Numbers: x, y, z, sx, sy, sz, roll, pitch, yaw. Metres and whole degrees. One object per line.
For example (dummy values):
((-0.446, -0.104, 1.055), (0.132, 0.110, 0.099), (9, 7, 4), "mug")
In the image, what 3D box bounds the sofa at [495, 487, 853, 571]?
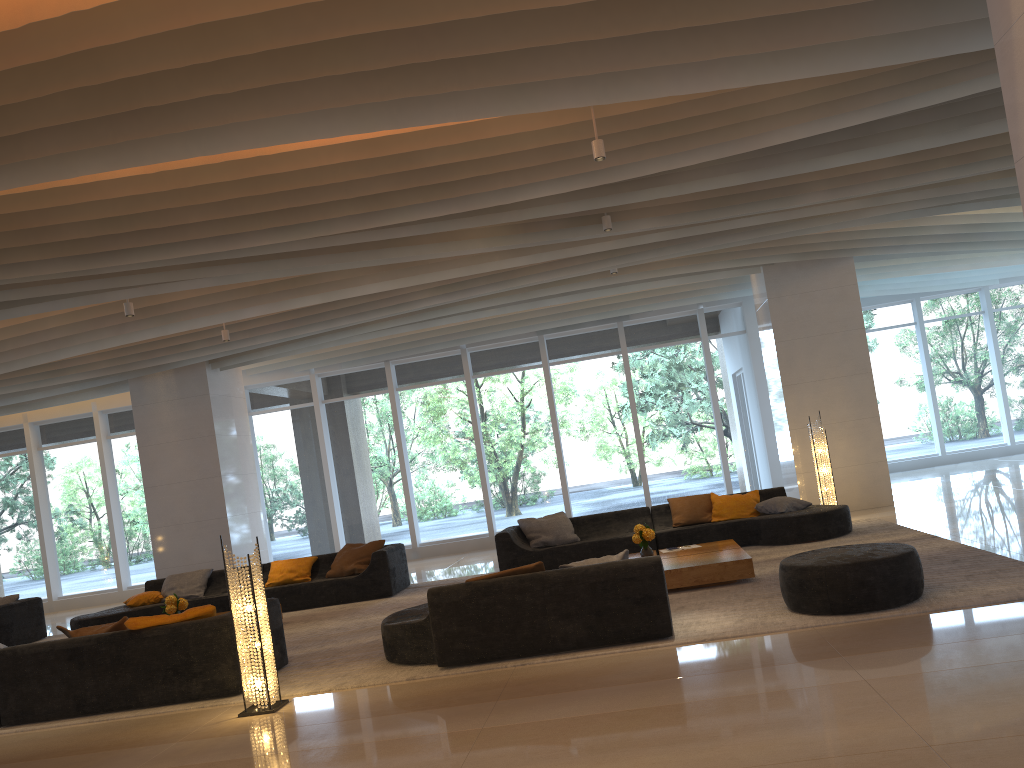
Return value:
((1.897, 1.760, 10.738), (4.159, 0.581, 1.350), (-10, -5, 13), "sofa")

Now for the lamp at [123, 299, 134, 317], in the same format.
((-4.086, -1.447, 9.239), (0.090, 1.503, 0.088), (-8, -2, -20), "lamp")

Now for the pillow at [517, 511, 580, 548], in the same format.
((0.453, 1.820, 11.057), (0.643, 0.377, 0.545), (-8, -4, -16), "pillow")

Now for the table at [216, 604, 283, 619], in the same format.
((-3.456, 2.634, 9.178), (1.596, 0.219, 1.610), (-9, -5, 7), "table")

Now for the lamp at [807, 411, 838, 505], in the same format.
((4.004, 1.068, 11.421), (0.249, 1.447, 0.251), (-9, -2, 7), "lamp")

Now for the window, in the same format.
((-5.436, 1.607, 13.674), (55.064, 3.212, 21.975), (-6, -6, -28), "window")

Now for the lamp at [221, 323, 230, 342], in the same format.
((-3.781, -1.295, 11.407), (0.089, 1.503, 0.089), (-9, -2, -2), "lamp")

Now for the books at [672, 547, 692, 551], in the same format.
((1.756, 1.714, 9.253), (0.213, 0.011, 0.181), (-8, -5, -12), "books")

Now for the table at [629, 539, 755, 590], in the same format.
((1.456, 1.824, 8.670), (1.596, 0.219, 1.610), (-9, -5, 7), "table")

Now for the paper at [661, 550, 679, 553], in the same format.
((1.654, 1.735, 9.257), (0.197, 0.001, 0.263), (-9, -5, -2), "paper")

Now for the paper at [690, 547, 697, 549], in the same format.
((1.862, 1.704, 9.270), (0.191, 0.001, 0.260), (-8, -5, -6), "paper")

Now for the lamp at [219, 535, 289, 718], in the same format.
((-1.748, 1.587, 5.945), (0.249, 1.195, 0.251), (-9, -2, 7), "lamp")

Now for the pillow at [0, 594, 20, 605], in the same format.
((-6.985, 3.047, 11.826), (0.632, 0.377, 0.554), (-11, -5, 28), "pillow")

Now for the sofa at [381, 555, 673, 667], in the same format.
((0.062, 1.688, 6.824), (2.246, 0.575, 1.363), (-9, -5, 6), "sofa")

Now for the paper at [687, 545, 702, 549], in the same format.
((1.862, 1.703, 9.270), (0.186, 0.001, 0.257), (-8, -5, -6), "paper")

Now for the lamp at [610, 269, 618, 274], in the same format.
((1.145, -2.104, 10.942), (0.090, 1.503, 0.088), (-7, -2, -38), "lamp")

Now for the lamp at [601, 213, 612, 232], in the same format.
((0.831, -2.256, 8.756), (0.090, 1.503, 0.088), (-7, -2, -38), "lamp")

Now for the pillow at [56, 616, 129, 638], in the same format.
((-3.175, 2.024, 6.916), (0.599, 0.409, 0.447), (-9, -4, 8), "pillow")

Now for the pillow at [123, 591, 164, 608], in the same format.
((-4.740, 2.775, 11.400), (0.454, 0.192, 0.581), (-6, -5, -28), "pillow")

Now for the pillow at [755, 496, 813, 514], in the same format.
((3.226, 1.447, 10.548), (0.593, 0.208, 0.435), (-6, -6, -34), "pillow")

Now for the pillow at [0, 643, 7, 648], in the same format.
((-4.188, 2.229, 7.021), (0.584, 0.376, 0.423), (-9, -4, 8), "pillow")

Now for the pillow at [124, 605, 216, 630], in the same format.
((-2.559, 1.894, 6.779), (0.643, 0.377, 0.545), (-8, -4, -16), "pillow")

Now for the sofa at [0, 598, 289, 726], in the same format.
((-3.775, 2.302, 7.039), (3.765, 0.581, 0.947), (-9, -4, 6), "sofa")

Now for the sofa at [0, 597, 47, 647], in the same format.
((-8.239, 3.435, 11.816), (3.765, 0.581, 0.947), (-9, -4, 6), "sofa")

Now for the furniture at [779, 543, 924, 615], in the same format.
((2.432, 1.389, 6.388), (0.977, 0.363, 0.993), (-10, -5, 16), "furniture")

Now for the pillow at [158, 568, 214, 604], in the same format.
((-4.223, 2.644, 11.455), (0.663, 0.415, 0.464), (-9, -4, 6), "pillow")

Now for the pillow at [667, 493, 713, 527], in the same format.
((2.218, 1.554, 10.849), (0.575, 0.373, 0.372), (-9, -3, 5), "pillow")

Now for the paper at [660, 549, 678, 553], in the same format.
((1.658, 1.734, 9.259), (0.186, 0.001, 0.257), (-9, -5, -1), "paper")

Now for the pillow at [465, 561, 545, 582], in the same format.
((0.006, 1.505, 6.497), (0.602, 0.391, 0.400), (-9, -4, 9), "pillow")

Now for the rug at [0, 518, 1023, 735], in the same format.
((-3.756, 2.798, 9.208), (16.170, 0.022, 5.546), (-9, -5, 6), "rug")

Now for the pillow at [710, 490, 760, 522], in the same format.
((2.704, 1.483, 10.739), (0.603, 0.402, 0.479), (-10, -4, 14), "pillow")

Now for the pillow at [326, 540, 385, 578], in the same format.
((-1.996, 2.224, 11.310), (0.632, 0.377, 0.554), (-11, -5, 28), "pillow")

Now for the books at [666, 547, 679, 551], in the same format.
((1.677, 1.723, 9.265), (0.112, 0.011, 0.181), (-9, -5, -3), "books")

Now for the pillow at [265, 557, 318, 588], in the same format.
((-2.830, 2.433, 11.313), (0.635, 0.393, 0.452), (-9, -4, 6), "pillow")

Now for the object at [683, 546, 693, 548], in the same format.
((1.807, 1.704, 9.265), (0.106, 0.014, 0.180), (-8, -5, -12), "object")

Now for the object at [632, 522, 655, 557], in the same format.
((1.313, 1.555, 8.788), (0.235, 0.376, 0.267), (-9, -3, 9), "object")

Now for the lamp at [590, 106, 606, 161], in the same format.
((0.539, -2.409, 6.603), (0.090, 1.503, 0.088), (-7, -2, -38), "lamp")

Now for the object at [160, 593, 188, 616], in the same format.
((-3.426, 2.313, 9.022), (0.263, 0.376, 0.239), (-10, -3, 28), "object")

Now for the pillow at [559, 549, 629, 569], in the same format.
((0.646, 1.403, 6.539), (0.562, 0.344, 0.459), (-9, -4, 5), "pillow")

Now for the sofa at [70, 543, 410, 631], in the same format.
((-3.444, 2.629, 11.150), (4.133, 0.581, 1.359), (-9, -5, 5), "sofa")
